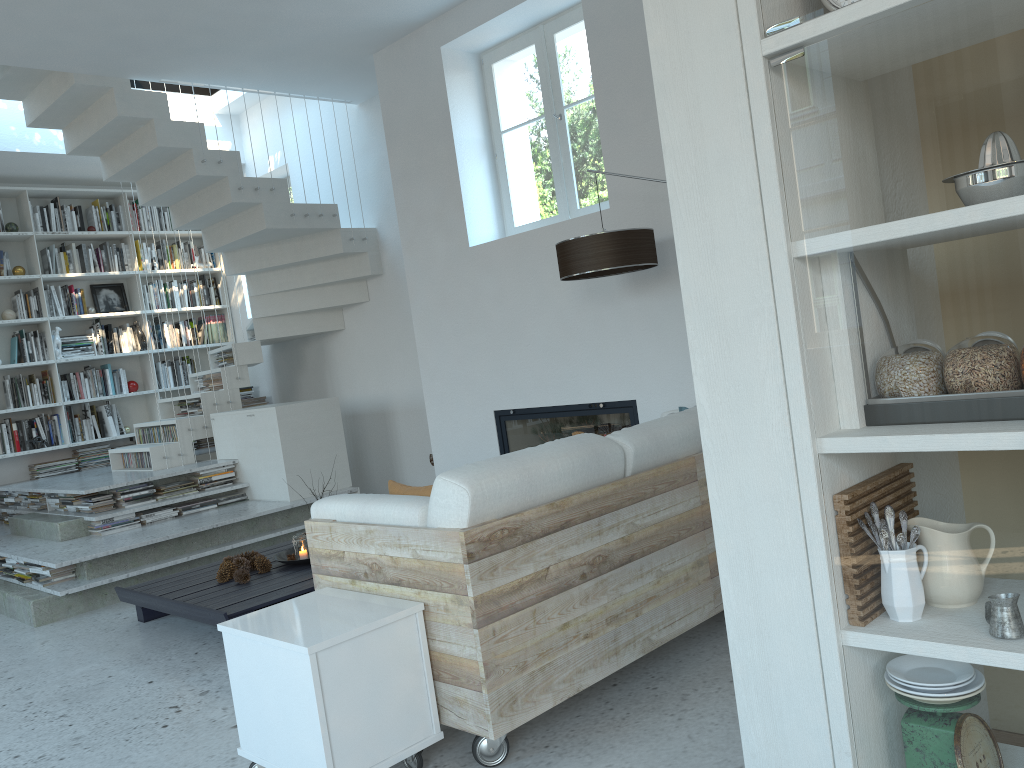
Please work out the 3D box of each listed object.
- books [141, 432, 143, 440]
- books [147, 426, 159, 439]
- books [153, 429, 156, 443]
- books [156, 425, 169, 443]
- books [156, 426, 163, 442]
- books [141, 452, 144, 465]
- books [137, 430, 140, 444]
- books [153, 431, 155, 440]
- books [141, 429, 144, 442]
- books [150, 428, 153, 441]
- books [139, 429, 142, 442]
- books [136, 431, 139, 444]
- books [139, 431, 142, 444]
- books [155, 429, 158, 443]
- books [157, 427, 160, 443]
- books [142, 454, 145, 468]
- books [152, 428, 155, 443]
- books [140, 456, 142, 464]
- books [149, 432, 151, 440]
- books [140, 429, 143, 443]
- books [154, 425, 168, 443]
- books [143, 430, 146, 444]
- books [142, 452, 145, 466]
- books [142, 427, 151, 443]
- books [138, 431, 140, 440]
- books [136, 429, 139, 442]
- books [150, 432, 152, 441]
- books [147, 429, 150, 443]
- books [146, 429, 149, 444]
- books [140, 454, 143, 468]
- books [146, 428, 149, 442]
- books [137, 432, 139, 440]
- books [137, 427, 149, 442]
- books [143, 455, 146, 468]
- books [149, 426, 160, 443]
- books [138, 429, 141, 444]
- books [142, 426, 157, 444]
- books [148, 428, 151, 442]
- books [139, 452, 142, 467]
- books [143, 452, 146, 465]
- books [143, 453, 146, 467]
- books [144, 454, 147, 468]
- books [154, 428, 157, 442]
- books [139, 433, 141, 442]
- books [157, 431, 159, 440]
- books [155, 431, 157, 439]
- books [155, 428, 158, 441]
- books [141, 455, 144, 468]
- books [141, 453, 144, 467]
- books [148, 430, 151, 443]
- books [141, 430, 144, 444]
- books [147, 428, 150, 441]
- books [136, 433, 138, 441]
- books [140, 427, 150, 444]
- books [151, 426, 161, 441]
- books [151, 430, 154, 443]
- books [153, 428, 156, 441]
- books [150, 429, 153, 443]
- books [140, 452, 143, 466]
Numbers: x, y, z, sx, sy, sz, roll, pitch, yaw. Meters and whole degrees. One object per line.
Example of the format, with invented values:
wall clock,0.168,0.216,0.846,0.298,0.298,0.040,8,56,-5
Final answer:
books,-3.012,0.425,7.368,0.125,0.125,0.007,-11,4,-44
books,-2.925,0.416,7.278,0.125,0.125,0.008,-11,4,-44
books,-2.839,0.407,7.190,0.125,0.125,0.007,-11,4,-44
books,-2.800,0.403,7.150,0.125,0.125,0.008,-11,4,-44
books,-2.795,0.402,7.145,0.125,0.125,0.008,-11,4,-44
books,-2.872,0.593,7.048,0.125,0.125,0.008,-11,4,-44
books,-3.064,0.431,7.421,0.125,0.125,0.007,-11,4,-44
books,-2.845,0.408,7.196,0.125,0.125,0.010,-11,4,-44
books,-3.002,0.424,7.357,0.125,0.125,0.008,-11,4,-44
books,-2.874,0.411,7.226,0.125,0.125,0.009,-11,4,-44
books,-3.031,0.427,7.387,0.125,0.125,0.012,-11,4,-44
books,-3.080,0.433,7.438,0.125,0.125,0.008,-11,4,-44
books,-3.037,0.428,7.393,0.125,0.125,0.010,-11,4,-44
books,-2.810,0.404,7.160,0.125,0.125,0.008,-11,4,-44
books,-2.784,0.401,7.134,0.125,0.125,0.008,-11,4,-44
books,-2.866,0.592,7.042,0.125,0.125,0.008,-11,4,-44
books,-2.852,0.408,7.204,0.125,0.125,0.014,-11,4,-44
books,-2.898,0.596,7.074,0.125,0.125,0.008,-11,4,-44
books,-2.899,0.413,7.252,0.125,0.125,0.008,-11,4,-44
books,-3.017,0.426,7.373,0.125,0.125,0.007,-11,4,-44
books,-2.828,0.406,7.179,0.125,0.125,0.007,-11,4,-44
books,-2.982,0.422,7.337,0.125,0.125,0.010,-11,4,-44
books,-2.861,0.592,7.037,0.125,0.125,0.010,-11,4,-44
books,-2.989,0.423,7.344,0.125,0.125,0.010,-11,4,-44
books,-3.054,0.430,7.411,0.125,0.125,0.009,-11,4,-44
books,-3.075,0.432,7.432,0.125,0.125,0.009,-11,4,-44
books,-2.887,0.412,7.240,0.125,0.125,0.012,-11,4,-44
books,-2.920,0.415,7.273,0.125,0.125,0.007,-11,4,-44
books,-2.936,0.417,7.290,0.125,0.125,0.008,-11,4,-44
books,-2.893,0.595,7.069,0.125,0.125,0.008,-11,4,-44
books,-2.931,0.417,7.284,0.125,0.125,0.008,-11,4,-44
books,-3.069,0.431,7.426,0.125,0.125,0.008,-11,4,-44
books,-3.059,0.430,7.416,0.125,0.125,0.008,-11,4,-44
books,-2.856,0.591,7.032,0.125,0.125,0.010,-11,4,-44
books,-2.894,0.413,7.247,0.125,0.125,0.008,-11,4,-44
books,-3.048,0.429,7.405,0.125,0.125,0.007,-11,4,-44
books,-2.996,0.424,7.351,0.125,0.125,0.008,-11,4,-44
books,-2.904,0.414,7.257,0.125,0.125,0.008,-11,4,-44
books,-2.903,0.596,7.080,0.125,0.125,0.008,-11,4,-44
books,-2.844,0.590,7.020,0.125,0.125,0.008,-11,4,-44
books,-2.850,0.591,7.025,0.125,0.125,0.008,-11,4,-44
books,-2.839,0.590,7.014,0.125,0.125,0.008,-11,4,-44
books,-2.822,0.405,7.173,0.125,0.125,0.010,-11,4,-44
books,-3.043,0.429,7.400,0.125,0.125,0.008,-11,4,-44
books,-2.790,0.402,7.139,0.125,0.125,0.007,-11,4,-44
books,-2.816,0.404,7.166,0.125,0.125,0.008,-11,4,-44
books,-2.805,0.403,7.155,0.125,0.125,0.008,-11,4,-44
books,-2.883,0.594,7.059,0.125,0.125,0.008,-11,4,-44
books,-2.877,0.594,7.053,0.125,0.125,0.007,-11,4,-44
books,-2.909,0.414,7.262,0.125,0.125,0.007,-11,4,-44
books,-3.007,0.425,7.362,0.125,0.125,0.007,-11,4,-44
books,-2.914,0.415,7.268,0.125,0.125,0.007,-11,4,-44
books,-3.086,0.433,7.444,0.125,0.125,0.008,-11,4,-44
books,-3.023,0.426,7.379,0.125,0.125,0.008,-11,4,-44
books,-2.861,0.409,7.212,0.125,0.125,0.010,-11,4,-44
books,-2.867,0.410,7.219,0.125,0.125,0.007,-11,4,-44
books,-2.833,0.406,7.184,0.125,0.125,0.007,-11,4,-44
books,-2.879,0.411,7.232,0.125,0.125,0.010,-11,4,-44
books,-2.888,0.595,7.064,0.125,0.125,0.008,-11,4,-44
